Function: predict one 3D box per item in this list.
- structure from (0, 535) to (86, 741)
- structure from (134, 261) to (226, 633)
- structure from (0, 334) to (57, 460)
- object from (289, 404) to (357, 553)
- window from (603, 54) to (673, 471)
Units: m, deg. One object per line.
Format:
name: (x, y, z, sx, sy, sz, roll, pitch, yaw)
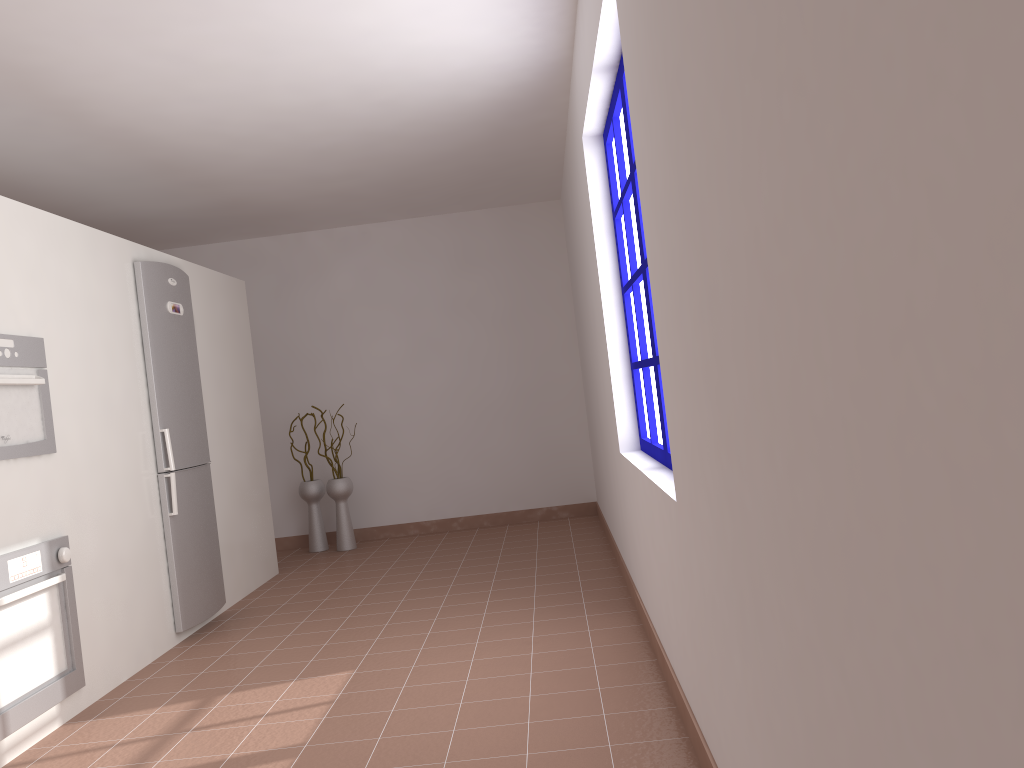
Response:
structure: (-1.713, 0.885, 3.172, 0.058, 0.592, 0.596, -7, 0, 2)
structure: (-1.713, 0.299, 4.654, 0.089, 1.862, 0.604, -7, 0, 2)
structure: (-1.808, 0.042, 3.175, 0.056, 0.454, 0.614, -7, 0, 2)
object: (-1.348, 0.703, 6.705, 0.655, 1.112, 0.284, -7, 0, 21)
window: (0.480, -0.417, 3.145, 0.035, 1.430, 1.699, -7, 0, 2)
